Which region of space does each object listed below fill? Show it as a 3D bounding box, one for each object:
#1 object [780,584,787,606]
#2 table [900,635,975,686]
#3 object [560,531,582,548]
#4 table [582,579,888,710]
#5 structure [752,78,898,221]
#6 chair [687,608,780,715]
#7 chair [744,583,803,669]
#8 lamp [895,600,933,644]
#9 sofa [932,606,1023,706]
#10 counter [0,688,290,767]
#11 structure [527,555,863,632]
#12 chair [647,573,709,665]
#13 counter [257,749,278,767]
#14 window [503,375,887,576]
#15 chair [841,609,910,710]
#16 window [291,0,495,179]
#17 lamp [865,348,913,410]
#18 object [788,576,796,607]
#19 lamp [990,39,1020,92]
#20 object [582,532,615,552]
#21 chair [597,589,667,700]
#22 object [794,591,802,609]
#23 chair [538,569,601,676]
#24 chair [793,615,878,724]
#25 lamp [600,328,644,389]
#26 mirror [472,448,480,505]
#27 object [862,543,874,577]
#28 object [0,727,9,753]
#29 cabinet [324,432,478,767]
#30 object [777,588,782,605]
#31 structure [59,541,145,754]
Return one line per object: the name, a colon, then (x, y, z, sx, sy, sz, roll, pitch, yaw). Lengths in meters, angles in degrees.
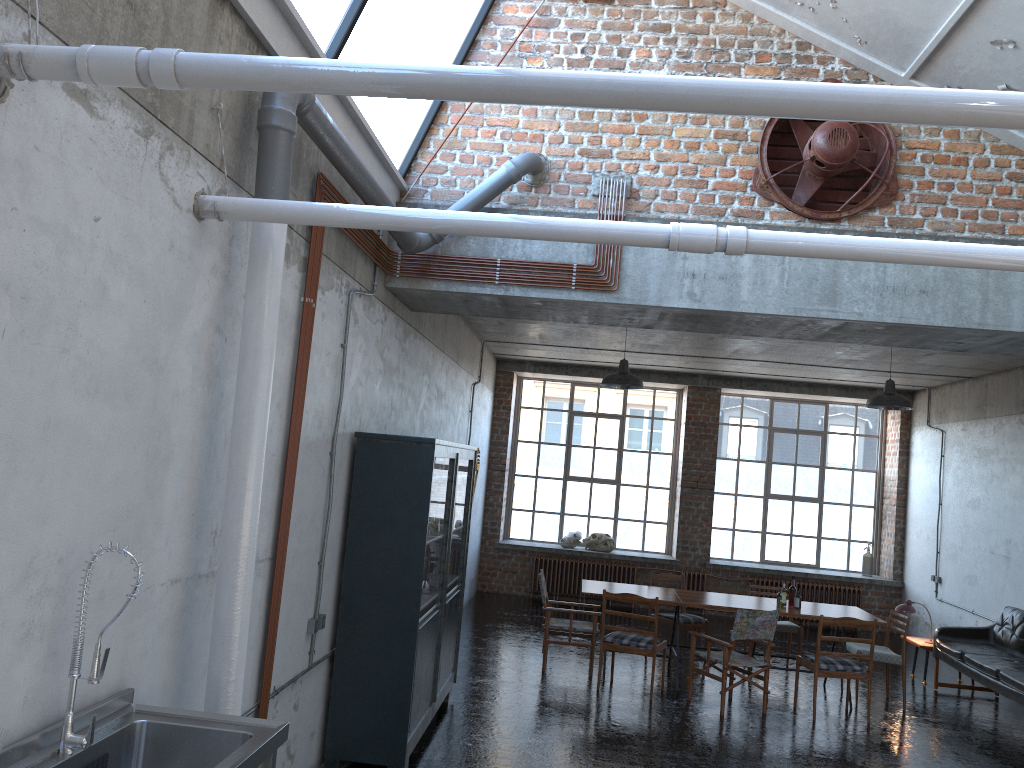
object: (2.936, 2.277, 9.583, 0.070, 0.235, 0.041, 5, -5, 5)
table: (5.212, 3.370, 10.706, 0.811, 0.458, 0.649, 5, -5, 5)
object: (0.998, 2.630, 14.999, 0.281, 0.281, 0.575, 2, -6, 31)
table: (2.280, 2.806, 9.629, 3.112, 0.917, 1.067, 5, -5, 5)
structure: (2.366, -1.759, 6.725, 1.058, 1.096, 0.808, 5, -5, 5)
chair: (2.154, 2.654, 8.655, 0.574, 1.031, 0.713, 7, -6, -25)
chair: (3.150, 2.956, 10.743, 0.589, 0.971, 0.577, 5, -5, 5)
lamp: (4.893, 2.874, 10.763, 0.496, 0.492, 0.220, 5, -5, -3)
sofa: (5.224, 2.915, 9.009, 0.929, 1.045, 2.610, 5, -5, 5)
counter: (-1.239, 1.354, 2.032, 0.625, 0.644, 2.435, 5, -5, 5)
structure: (2.938, 3.371, 14.335, 5.349, 0.713, 0.232, 5, -5, 5)
chair: (1.992, 2.832, 10.688, 0.573, 1.028, 0.509, 8, -6, -30)
counter: (-1.259, 1.686, 2.002, 0.589, 1.160, 2.374, 5, -5, 5)
window: (7.240, 3.541, 15.134, 19.864, 12.900, 0.747, 5, -5, 5)
chair: (3.882, 2.907, 9.458, 0.577, 0.971, 0.589, 5, -5, 5)
window: (-0.667, -3.070, 2.986, 0.994, 2.404, 8.048, 5, -5, 5)
lamp: (4.222, -0.174, 9.885, 0.502, 0.891, 0.502, 4, -5, 9)
object: (3.043, 2.246, 9.618, 0.075, 0.324, 0.075, 2, -6, 30)
lamp: (2.596, -1.427, 3.510, 0.945, 2.025, 5.320, 3, -5, 23)
object: (1.439, 2.649, 14.897, 0.418, 0.305, 0.625, 7, -5, -21)
chair: (1.232, 2.615, 8.987, 0.573, 1.028, 0.509, 3, -6, 25)
object: (3.056, 2.309, 9.482, 0.051, 0.180, 0.097, 7, -5, -23)
chair: (0.609, 2.614, 9.748, 0.713, 1.031, 0.574, 5, -5, 5)
chair: (3.160, 2.759, 8.695, 0.573, 1.028, 0.509, 6, -5, -5)
lamp: (1.296, -0.409, 10.151, 0.502, 0.891, 0.502, 4, -5, 9)
mirror: (-0.570, 1.453, 12.066, 0.172, 1.182, 1.339, 5, -5, 5)
object: (5.865, 2.889, 14.609, 0.172, 0.551, 0.172, 9, -7, -41)
object: (-1.405, 0.978, 2.115, 0.166, 0.234, 0.454, 4, -5, 7)
cabinet: (-0.805, 1.602, 7.173, 0.572, 2.297, 2.386, 5, -5, 5)
object: (2.937, 2.322, 9.695, 0.077, 0.173, 0.077, 6, -5, -9)
structure: (-1.291, 0.832, 2.802, 0.210, 0.661, 0.039, 5, -5, 5)
